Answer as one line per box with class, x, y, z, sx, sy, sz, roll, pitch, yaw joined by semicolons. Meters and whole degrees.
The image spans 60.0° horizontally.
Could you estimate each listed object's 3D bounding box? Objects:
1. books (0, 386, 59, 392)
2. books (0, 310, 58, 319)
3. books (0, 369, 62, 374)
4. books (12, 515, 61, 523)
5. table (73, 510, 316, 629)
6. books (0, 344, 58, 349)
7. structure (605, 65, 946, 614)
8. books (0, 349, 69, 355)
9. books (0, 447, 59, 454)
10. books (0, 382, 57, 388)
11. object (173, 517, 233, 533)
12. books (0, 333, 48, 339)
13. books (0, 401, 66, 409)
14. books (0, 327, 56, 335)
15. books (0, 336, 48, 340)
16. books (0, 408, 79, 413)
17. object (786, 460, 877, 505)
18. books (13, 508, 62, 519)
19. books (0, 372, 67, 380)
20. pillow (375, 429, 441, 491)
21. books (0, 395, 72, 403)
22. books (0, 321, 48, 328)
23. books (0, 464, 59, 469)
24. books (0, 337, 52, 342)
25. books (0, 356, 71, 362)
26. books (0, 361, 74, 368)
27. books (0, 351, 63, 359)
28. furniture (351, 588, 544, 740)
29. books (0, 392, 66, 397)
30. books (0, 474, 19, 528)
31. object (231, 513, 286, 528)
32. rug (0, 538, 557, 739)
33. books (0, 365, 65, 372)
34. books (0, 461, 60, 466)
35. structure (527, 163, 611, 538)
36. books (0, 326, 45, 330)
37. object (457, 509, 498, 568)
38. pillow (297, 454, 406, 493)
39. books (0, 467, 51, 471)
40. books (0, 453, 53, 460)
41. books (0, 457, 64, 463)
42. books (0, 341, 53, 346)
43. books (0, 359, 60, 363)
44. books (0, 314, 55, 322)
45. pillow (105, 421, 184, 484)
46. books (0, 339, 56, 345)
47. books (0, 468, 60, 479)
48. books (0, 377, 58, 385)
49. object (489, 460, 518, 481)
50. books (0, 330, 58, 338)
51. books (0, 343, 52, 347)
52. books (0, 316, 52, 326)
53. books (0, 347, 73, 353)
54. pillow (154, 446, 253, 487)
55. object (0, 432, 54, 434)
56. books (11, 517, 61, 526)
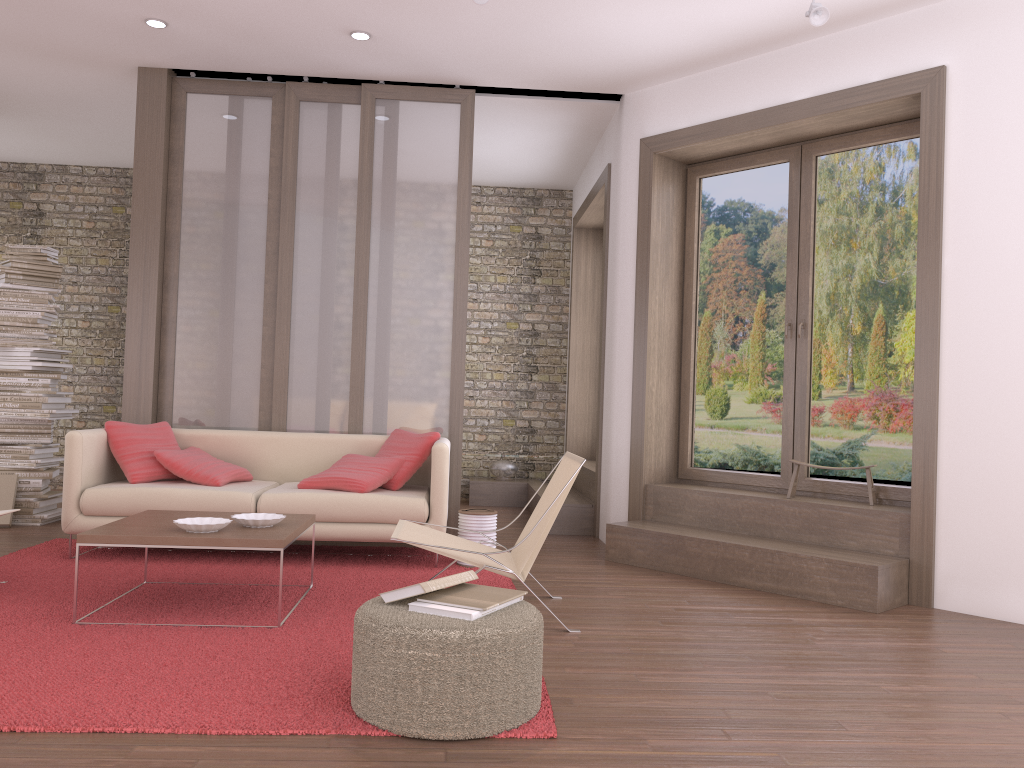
books;-3.727;0.034;6.729;0.469;0.028;0.368;2;-1;-18
books;-3.698;-0.528;6.730;0.379;0.028;0.297;2;-1;-8
books;-3.724;-0.095;6.740;0.450;0.022;0.364;3;-2;-43
books;-3.732;0.987;6.608;0.612;0.028;0.399;2;-1;-3
table;-1.420;0.838;4.135;0.850;0.378;0.850;2;-1;-3
books;-3.704;-0.277;6.707;0.469;0.015;0.267;3;-2;-28
structure;1.584;-0.265;5.457;0.845;2.881;2.039;3;-2;-44
books;-3.684;-0.244;6.751;0.443;0.010;0.345;2;-1;17
books;-3.725;0.495;6.687;0.448;0.038;0.348;2;-1;2
books;-3.711;0.005;6.698;0.442;0.025;0.346;2;-1;-18
object;-1.362;0.624;3.902;0.249;0.043;0.251;3;-2;-33
books;-3.737;-0.359;6.735;0.379;0.028;0.297;3;-2;-28
books;-3.736;0.158;6.713;0.522;0.046;0.410;2;-1;-3
books;-3.718;-0.402;6.717;0.467;0.020;0.283;3;-2;-28
books;-3.744;-0.342;6.720;0.395;0.007;0.308;3;-2;-28
books;-3.660;0.199;6.733;0.566;0.025;0.423;2;-1;-3
object;1.923;0.587;5.334;0.499;0.233;0.136;1;-2;32
books;-3.664;0.960;6.621;0.566;0.025;0.423;2;-1;-3
books;-3.690;-0.064;6.741;0.518;0.038;0.341;2;-1;-18
pillow;-0.758;0.484;5.718;0.379;0.377;0.498;3;-2;-44
books;-3.712;0.112;6.742;0.542;0.046;0.421;2;-1;-3
books;-3.734;-0.445;6.719;0.379;0.028;0.297;3;-2;-28
books;-3.702;0.608;6.641;0.448;0.013;0.350;2;-1;2
books;-3.720;-0.332;6.721;0.412;0.011;0.308;3;-2;-28
books;-3.669;-0.189;6.734;0.484;0.020;0.323;2;-1;17
books;-3.653;-0.149;6.724;0.524;0.030;0.317;2;-1;17
books;-3.703;-0.220;6.737;0.417;0.036;0.308;2;-1;17
furniture;-0.207;0.885;2.876;0.596;0.328;0.596;1;-2;22
books;-3.729;0.077;6.717;0.510;0.020;0.399;2;-1;-3
books;-3.663;0.832;6.313;0.218;0.363;0.246;2;-1;-18
object;-1.177;0.636;4.115;0.251;0.043;0.249;2;-1;9
rug;-1.421;1.034;4.216;2.938;0.016;3.344;2;-1;-3
books;-3.696;-0.119;6.738;0.435;0.030;0.322;2;-1;17
books;-3.739;0.588;6.670;0.506;0.023;0.330;2;-1;2
structure;0.655;-0.239;7.815;0.808;2.881;2.039;2;-1;-3
books;-3.741;-0.417;6.707;0.368;0.009;0.262;3;-2;-28
object;-0.212;0.931;5.390;0.239;0.341;0.239;1;-2;29
pillow;-0.980;0.553;5.483;0.507;0.224;0.467;1;-2;24
books;-3.730;0.625;6.647;0.450;0.022;0.364;2;-1;-18
books;-3.747;0.533;6.664;0.432;0.038;0.339;2;-1;2
books;-3.683;0.566;6.676;0.468;0.021;0.350;2;-1;2
books;-3.725;-0.306;6.716;0.432;0.013;0.288;3;-2;-28
books;-3.708;-0.173;6.729;0.413;0.013;0.294;2;-1;17
books;-3.723;-0.505;6.731;0.388;0.020;0.287;2;-1;-8
pillow;-2.274;0.427;5.579;0.379;0.377;0.498;1;-2;31
books;-3.708;-0.319;6.718;0.446;0.012;0.291;3;-2;-28
books;-3.694;0.667;6.629;0.518;0.057;0.341;2;-1;-18
books;-3.726;-0.027;6.716;0.469;0.038;0.364;2;-1;-18
object;-0.084;0.861;8.886;0.296;0.199;0.211;2;-1;-6
books;-3.706;-0.381;6.731;0.388;0.020;0.287;2;-1;-8
books;-3.733;-0.293;6.711;0.444;0.015;0.279;3;-2;-28
books;-3.745;-0.477;6.722;0.379;0.039;0.297;2;-1;-8
books;-3.659;-0.259;6.734;0.500;0.018;0.326;2;-1;17
pillow;-1.941;0.522;5.595;0.467;0.224;0.507;2;-1;9
object;-3.694;0.363;6.680;0.413;0.008;0.243;3;-2;-23
books;-3.684;1.011;6.578;0.542;0.016;0.423;2;-1;-3
